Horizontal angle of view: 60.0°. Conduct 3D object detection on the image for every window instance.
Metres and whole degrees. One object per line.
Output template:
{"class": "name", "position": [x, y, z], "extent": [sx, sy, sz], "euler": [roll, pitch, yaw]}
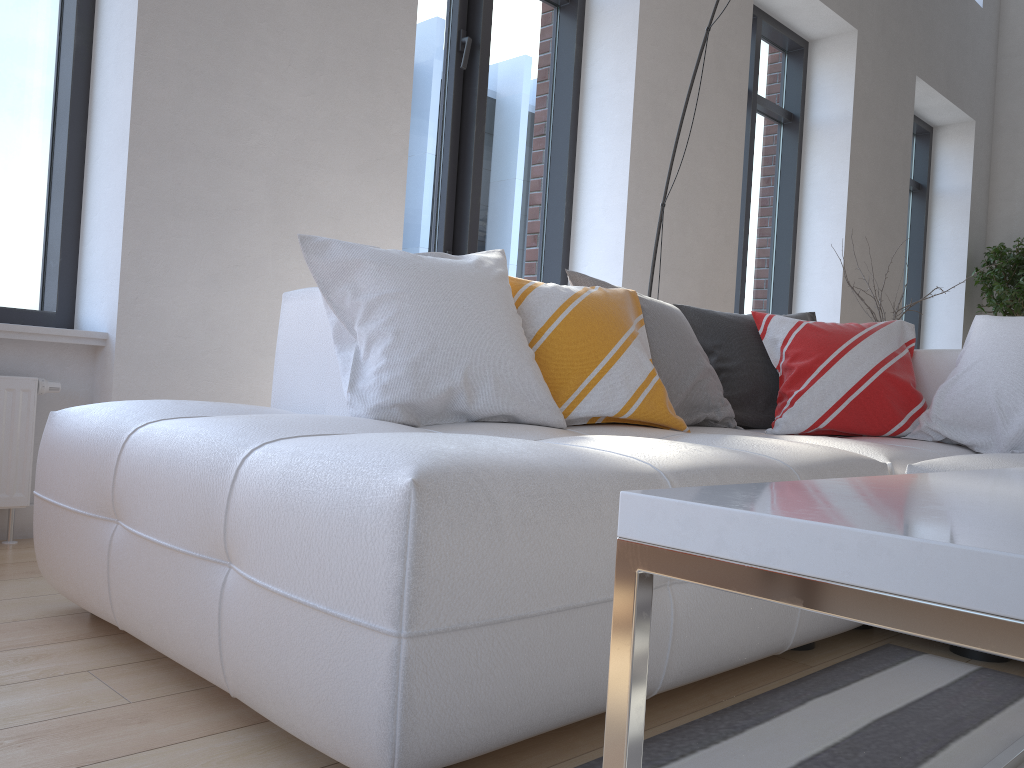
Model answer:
{"class": "window", "position": [3.049, -1.057, 7.265], "extent": [0.170, 2.402, 1.310], "euler": [3, 0, 45]}
{"class": "window", "position": [1.429, -1.169, 5.639], "extent": [0.170, 2.402, 1.310], "euler": [3, 0, 45]}
{"class": "window", "position": [-0.192, -1.281, 4.012], "extent": [0.170, 2.402, 1.310], "euler": [3, 0, 45]}
{"class": "window", "position": [-1.814, -1.394, 2.384], "extent": [0.170, 2.402, 1.310], "euler": [3, 0, 45]}

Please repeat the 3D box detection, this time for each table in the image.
{"class": "table", "position": [0.832, 0.342, 0.627], "extent": [1.091, 0.435, 1.091], "euler": [3, 0, 45]}

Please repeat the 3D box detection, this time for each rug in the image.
{"class": "rug", "position": [1.069, 0.578, 0.547], "extent": [2.326, 0.016, 1.662], "euler": [3, 0, 45]}

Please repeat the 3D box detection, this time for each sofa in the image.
{"class": "sofa", "position": [1.122, 0.228, 1.565], "extent": [3.424, 0.732, 2.614], "euler": [3, 0, 45]}

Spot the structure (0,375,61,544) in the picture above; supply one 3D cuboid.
{"class": "structure", "position": [-1.660, 0.189, 2.164], "extent": [0.110, 0.460, 1.015], "euler": [3, 0, 45]}

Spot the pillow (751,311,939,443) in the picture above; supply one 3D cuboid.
{"class": "pillow", "position": [1.651, 0.021, 2.210], "extent": [2.250, 0.449, 0.575], "euler": [3, 0, 42]}

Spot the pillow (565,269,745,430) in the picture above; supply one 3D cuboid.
{"class": "pillow", "position": [1.487, -0.021, 1.907], "extent": [2.953, 0.453, 0.647], "euler": [3, 0, 33]}

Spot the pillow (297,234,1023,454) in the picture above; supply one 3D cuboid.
{"class": "pillow", "position": [0.581, -0.076, 2.161], "extent": [2.156, 0.456, 0.580], "euler": [4, 0, -19]}

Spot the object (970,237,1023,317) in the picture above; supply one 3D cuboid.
{"class": "object", "position": [4.107, -0.204, 7.128], "extent": [0.813, 2.019, 0.801], "euler": [4, 0, -42]}

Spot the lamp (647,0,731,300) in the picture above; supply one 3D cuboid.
{"class": "lamp", "position": [0.830, -0.744, 2.884], "extent": [0.710, 2.647, 3.199], "euler": [4, 0, -9]}

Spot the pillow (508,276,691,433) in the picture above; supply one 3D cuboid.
{"class": "pillow", "position": [0.896, -0.038, 2.198], "extent": [2.095, 0.440, 0.630], "euler": [4, 0, 2]}

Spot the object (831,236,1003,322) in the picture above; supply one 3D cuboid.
{"class": "object", "position": [1.450, -0.249, 3.398], "extent": [0.607, 0.744, 0.406], "euler": [4, 0, -5]}

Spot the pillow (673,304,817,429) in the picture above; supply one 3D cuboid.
{"class": "pillow", "position": [1.416, -0.019, 2.435], "extent": [2.120, 0.436, 0.608], "euler": [3, 0, 41]}
